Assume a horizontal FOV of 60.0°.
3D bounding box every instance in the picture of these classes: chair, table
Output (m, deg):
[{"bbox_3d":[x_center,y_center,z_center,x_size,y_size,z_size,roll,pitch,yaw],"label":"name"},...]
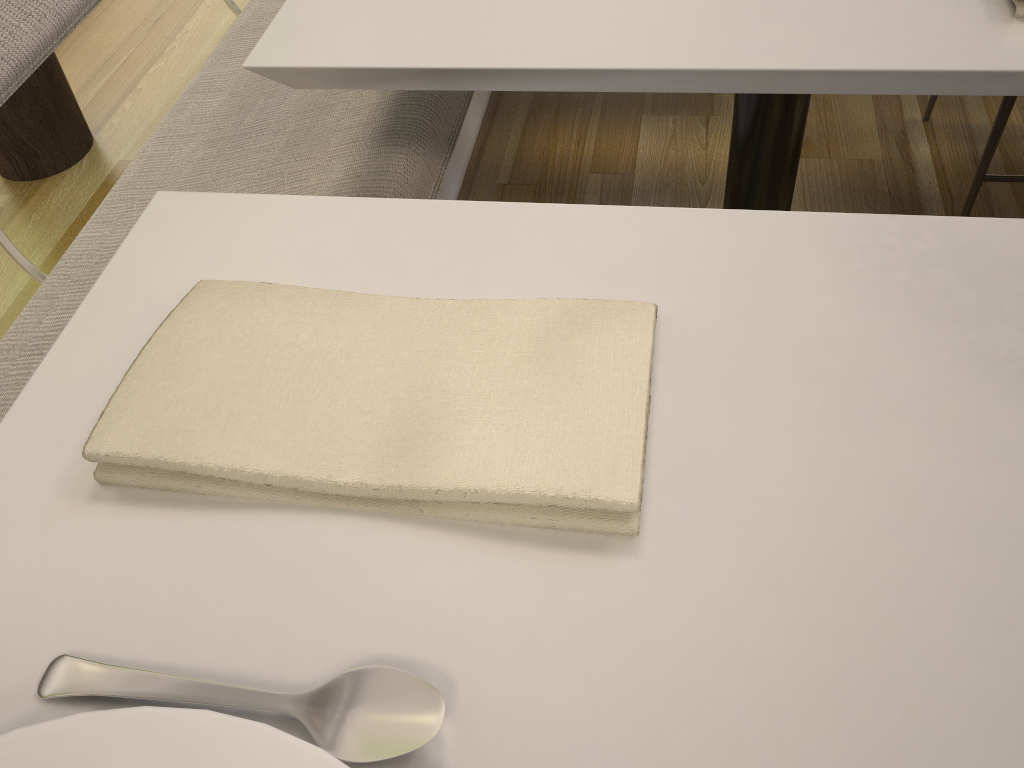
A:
[{"bbox_3d":[1.041,-0.672,1.331,0.566,0.887,0.420,4,50,10],"label":"chair"},{"bbox_3d":[0.164,0.527,0.486,0.936,0.745,1.031,4,50,10],"label":"table"},{"bbox_3d":[0.356,-0.373,1.247,0.936,0.745,1.031,4,50,10],"label":"table"}]

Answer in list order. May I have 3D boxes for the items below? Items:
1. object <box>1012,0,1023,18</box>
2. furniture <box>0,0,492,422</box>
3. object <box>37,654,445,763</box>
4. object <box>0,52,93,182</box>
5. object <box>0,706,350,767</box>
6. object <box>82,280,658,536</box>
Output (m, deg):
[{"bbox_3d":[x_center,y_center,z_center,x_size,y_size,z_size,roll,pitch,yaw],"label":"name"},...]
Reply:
[{"bbox_3d":[0.520,-0.324,0.678,0.273,0.032,0.145,4,50,10],"label":"object"},{"bbox_3d":[-0.524,0.046,0.769,0.709,1.075,4.566,4,50,10],"label":"furniture"},{"bbox_3d":[-0.114,0.126,0.363,0.181,0.015,0.039,5,50,11],"label":"object"},{"bbox_3d":[-1.120,-1.194,1.364,1.154,1.934,1.203,-35,54,-21],"label":"object"},{"bbox_3d":[-0.140,0.257,0.242,0.322,0.035,0.328,-13,49,-4],"label":"object"},{"bbox_3d":[-0.066,0.000,0.466,0.273,0.032,0.145,4,50,10],"label":"object"}]
